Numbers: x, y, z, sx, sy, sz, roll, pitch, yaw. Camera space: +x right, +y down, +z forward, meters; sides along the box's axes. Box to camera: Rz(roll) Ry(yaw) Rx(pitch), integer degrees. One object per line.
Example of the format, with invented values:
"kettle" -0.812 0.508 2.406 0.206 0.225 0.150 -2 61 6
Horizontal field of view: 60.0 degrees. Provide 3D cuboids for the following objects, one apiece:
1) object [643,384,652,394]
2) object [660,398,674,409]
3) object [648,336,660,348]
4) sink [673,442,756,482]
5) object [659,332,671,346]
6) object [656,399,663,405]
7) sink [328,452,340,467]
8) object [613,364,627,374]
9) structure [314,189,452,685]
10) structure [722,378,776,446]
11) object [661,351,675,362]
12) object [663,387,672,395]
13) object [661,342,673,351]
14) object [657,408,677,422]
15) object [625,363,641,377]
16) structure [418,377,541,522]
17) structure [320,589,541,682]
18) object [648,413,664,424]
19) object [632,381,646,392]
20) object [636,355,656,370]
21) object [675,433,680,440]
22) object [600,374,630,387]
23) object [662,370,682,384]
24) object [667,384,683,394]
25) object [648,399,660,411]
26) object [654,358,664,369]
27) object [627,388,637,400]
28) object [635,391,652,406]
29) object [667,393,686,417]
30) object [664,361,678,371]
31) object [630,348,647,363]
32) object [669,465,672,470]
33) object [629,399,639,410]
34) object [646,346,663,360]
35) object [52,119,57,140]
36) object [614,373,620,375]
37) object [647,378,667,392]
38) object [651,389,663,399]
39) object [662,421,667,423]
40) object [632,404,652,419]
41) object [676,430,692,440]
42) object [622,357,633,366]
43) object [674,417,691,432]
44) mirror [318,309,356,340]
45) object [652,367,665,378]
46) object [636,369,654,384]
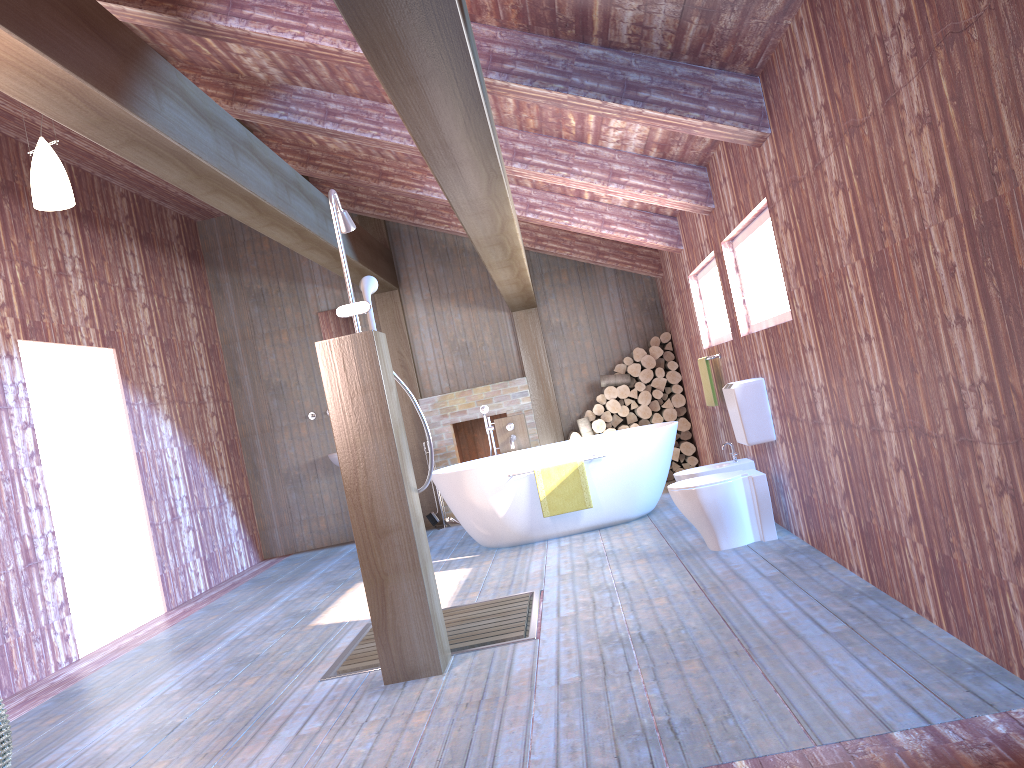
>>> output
"object" 1.341 0.055 8.815 0.095 0.090 0.278 -12 -1 4
"object" 1.520 0.191 8.826 0.115 0.112 0.423 -12 -1 3
"object" 1.423 -0.406 8.874 0.104 0.121 0.270 -12 -1 4
"sink" 1.356 0.666 5.919 0.515 0.517 0.335 -12 -1 4
"object" 1.522 -0.451 8.871 0.112 0.113 0.271 -12 -1 3
"object" 1.458 0.176 8.816 0.065 0.069 0.177 -12 -1 2
"sink" -1.510 1.024 9.019 0.582 1.143 0.475 -12 -1 2
"object" 1.090 -0.138 8.950 0.140 0.121 0.319 -12 -1 5
"structure" -0.588 0.170 3.962 0.328 2.209 0.522 -12 -2 24
"structure" 1.367 0.160 5.133 0.182 0.363 0.358 -12 -1 4
"object" 1.555 -0.272 8.867 0.107 0.115 0.269 -12 -1 4
"object" 1.560 0.062 8.870 0.088 0.092 0.280 -12 -1 4
"object" 1.544 -0.368 8.884 0.081 0.100 0.281 -12 -1 3
"object" 1.544 0.306 8.830 0.137 0.133 0.437 -12 -1 1
"object" 1.208 -0.136 8.865 0.139 0.148 0.458 -12 -1 3
"structure" -0.268 0.689 9.093 1.130 1.330 0.226 -12 -1 3
"structure" -0.350 1.271 4.479 1.000 0.067 1.000 -12 -1 3
"object" 1.421 0.341 8.804 0.114 0.113 0.301 -12 -1 1
"object" 1.259 0.024 8.838 0.102 0.109 0.438 -12 -1 3
"object" 1.332 -0.210 8.842 0.141 0.143 0.437 -12 -1 1
"object" 1.631 0.523 8.864 0.088 0.092 0.280 -12 -1 3
"object" 1.020 -0.036 8.754 0.302 0.157 0.121 -12 -1 4
"object" 1.586 -0.067 8.829 0.147 0.152 0.439 -12 -1 3
"object" 1.618 0.048 8.822 0.102 0.109 0.438 -12 -1 3
"object" 1.396 0.216 8.818 0.111 0.118 0.302 -12 -1 2
"object" 1.465 -0.195 8.935 0.132 0.119 0.319 -12 -1 4
"object" 1.187 0.111 8.841 0.109 0.124 0.424 -12 -1 2
"object" 1.308 0.145 8.838 0.136 0.157 0.439 -12 -1 4
"object" 1.642 0.213 8.828 0.137 0.256 0.439 -12 -1 3
"object" 1.575 -0.180 8.827 0.102 0.109 0.438 -12 -1 3
"object" 1.264 -0.289 8.865 0.135 0.139 0.456 -12 -1 4
"object" 1.516 0.795 8.917 0.125 0.132 0.320 -12 -1 2
"object" 1.210 0.199 8.846 0.085 0.096 0.280 -12 -1 4
"object" 1.423 -0.307 8.858 0.133 0.142 0.456 -12 -1 4
"object" -0.655 -0.299 6.541 0.258 3.264 5.569 -12 -2 24
"object" 1.055 -0.043 8.950 0.113 0.130 0.291 -12 -1 4
"object" 1.449 0.011 8.861 0.172 0.151 0.482 -12 -1 4
"object" 1.429 0.098 8.830 0.102 0.109 0.438 -12 -1 3
"object" 1.562 0.423 8.920 0.118 0.106 0.319 -12 -1 1
"object" 1.291 0.275 8.837 0.141 0.143 0.437 -12 -1 1
"object" 1.709 0.499 8.866 0.114 0.113 0.301 -12 -1 1
"object" 1.154 -0.226 8.841 0.094 0.097 0.227 -12 -1 4
"object" 1.670 0.397 8.835 0.139 0.137 0.455 -12 -1 1
"mirror" -1.739 -0.195 9.256 0.350 1.199 0.009 -12 -1 3
"object" 1.455 -0.110 8.832 0.089 0.106 0.437 -12 -1 4
"object" 1.321 -0.069 8.841 0.143 0.151 0.440 -12 -1 3
